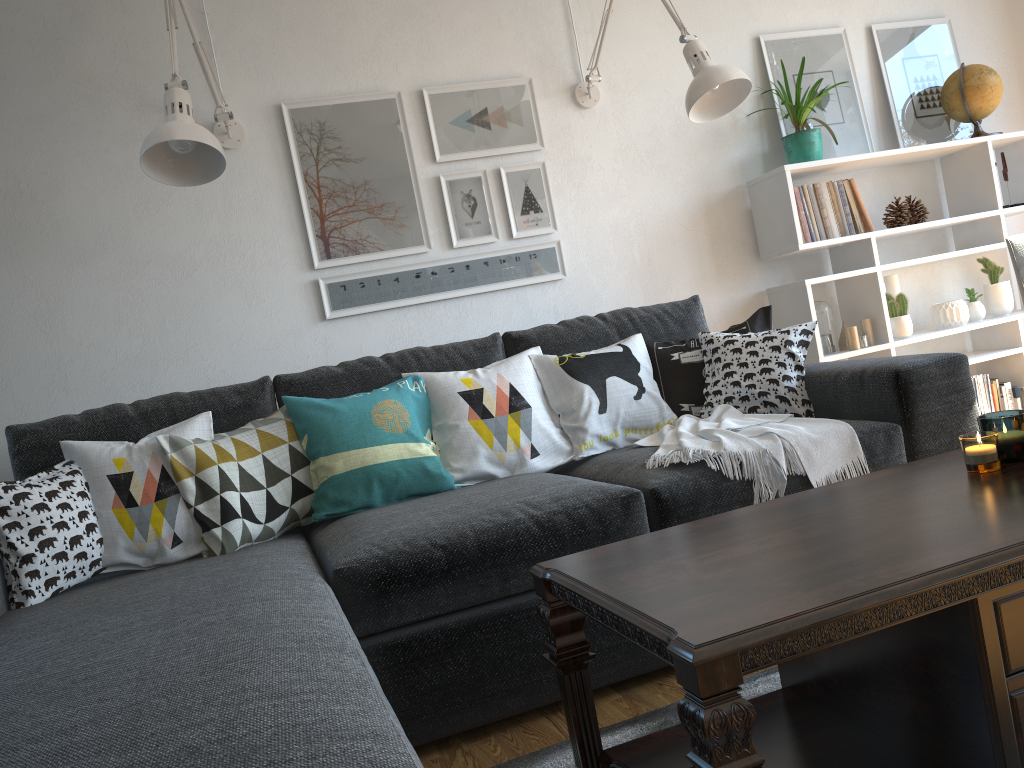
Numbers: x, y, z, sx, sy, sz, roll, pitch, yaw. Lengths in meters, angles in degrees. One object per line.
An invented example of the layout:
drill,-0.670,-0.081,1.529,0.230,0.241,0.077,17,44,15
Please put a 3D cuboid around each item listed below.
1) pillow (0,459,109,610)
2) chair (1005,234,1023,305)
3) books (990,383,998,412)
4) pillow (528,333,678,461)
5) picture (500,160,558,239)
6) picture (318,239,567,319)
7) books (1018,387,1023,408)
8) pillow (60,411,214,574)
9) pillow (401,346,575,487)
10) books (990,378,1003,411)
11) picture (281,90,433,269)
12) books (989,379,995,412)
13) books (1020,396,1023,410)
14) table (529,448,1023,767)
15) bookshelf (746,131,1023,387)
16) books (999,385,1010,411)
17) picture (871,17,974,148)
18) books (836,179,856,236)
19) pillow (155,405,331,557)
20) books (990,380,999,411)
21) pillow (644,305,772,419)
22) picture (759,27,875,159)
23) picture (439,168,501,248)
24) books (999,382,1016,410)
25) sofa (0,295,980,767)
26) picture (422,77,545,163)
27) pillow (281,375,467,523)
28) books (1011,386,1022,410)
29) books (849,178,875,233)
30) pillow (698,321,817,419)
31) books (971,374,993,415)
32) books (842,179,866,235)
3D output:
pillow,-1.053,0.336,2.009,0.160,0.320,0.333,-10,2,19
chair,1.833,-0.085,2.516,0.545,0.832,0.684,-11,2,8
books,1.788,0.081,3.387,0.014,0.170,0.156,-12,2,-17
pillow,0.283,0.032,2.579,0.382,0.318,0.266,-12,2,-17
picture,0.057,-0.632,3.041,0.166,0.248,0.021,-12,3,-17
picture,-0.215,-0.353,2.954,0.836,0.136,0.021,-12,3,-17
books,1.916,0.076,3.426,0.013,0.124,0.183,-12,2,-17
pillow,-0.880,0.270,2.158,0.359,0.344,0.173,-12,2,-17
pillow,-0.041,0.104,2.486,0.436,0.368,0.285,-12,2,-17
books,1.828,0.069,3.391,0.012,0.179,0.102,-12,2,-17
picture,-0.497,-0.665,2.868,0.389,0.534,0.013,-12,3,-17
books,1.764,0.076,3.406,0.018,0.186,0.196,-12,2,-17
books,1.916,0.092,3.388,0.013,0.092,0.081,-12,2,-17
table,0.695,0.380,1.388,1.178,0.409,0.570,-12,2,-17
bookshelf,1.572,-0.275,3.357,1.189,1.201,0.237,-12,3,-17
books,1.847,0.080,3.386,0.018,0.146,0.103,-12,2,-17
picture,1.637,-1.177,3.509,0.389,0.533,0.059,-12,3,-17
books,1.178,-0.628,3.235,0.044,0.208,0.133,-12,2,-16
pillow,-0.677,0.245,2.296,0.243,0.363,0.453,-9,3,40
books,1.799,0.072,3.393,0.014,0.180,0.148,-12,2,-17
pillow,0.602,-0.022,2.703,0.450,0.358,0.234,-11,2,9
picture,1.160,-1.078,3.361,0.389,0.533,0.059,-12,3,-17
picture,-0.142,-0.590,2.980,0.166,0.248,0.021,-12,3,-17
books,1.868,0.073,3.399,0.031,0.157,0.123,-12,2,-17
sofa,-0.005,0.291,1.821,2.506,0.848,2.164,-12,2,-17
picture,-0.093,-0.894,2.999,0.389,0.248,0.021,-12,3,-17
pillow,-0.372,0.157,2.381,0.414,0.340,0.273,-12,2,-18
books,1.893,0.077,3.402,0.016,0.133,0.133,-12,2,-17
books,1.243,-0.641,3.252,0.070,0.204,0.132,-12,2,-16
pillow,0.710,-0.022,2.548,0.358,0.313,0.169,-10,3,24
books,1.720,0.075,3.368,0.092,0.217,0.191,-12,2,-17
books,1.212,-0.635,3.246,0.061,0.211,0.128,-12,2,-16
